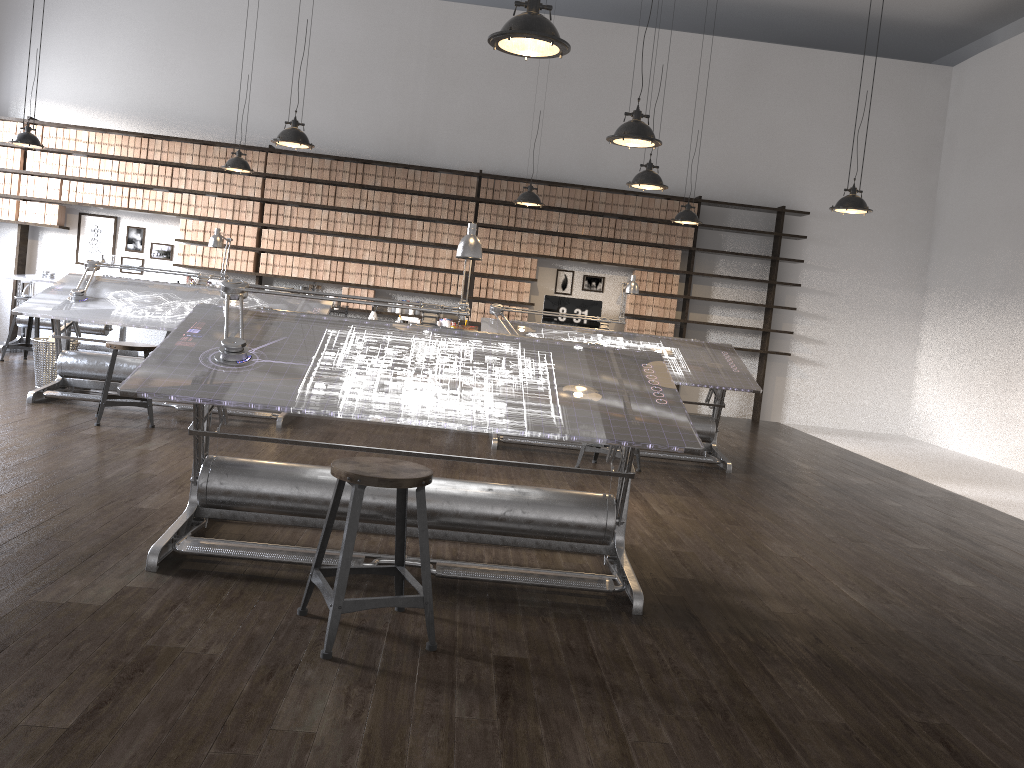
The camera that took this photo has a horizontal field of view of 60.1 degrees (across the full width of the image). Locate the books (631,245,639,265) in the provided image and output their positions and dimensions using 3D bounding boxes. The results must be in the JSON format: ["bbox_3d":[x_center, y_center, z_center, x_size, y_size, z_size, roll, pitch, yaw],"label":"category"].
[{"bbox_3d":[1.383,-1.453,10.032,0.066,0.225,0.175,6,4,-4],"label":"books"}]

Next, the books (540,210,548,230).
[{"bbox_3d":[0.352,-1.829,9.953,0.067,0.225,0.175,6,4,-4],"label":"books"}]

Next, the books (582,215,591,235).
[{"bbox_3d":[0.832,-1.779,9.981,0.066,0.225,0.175,6,4,-4],"label":"books"}]

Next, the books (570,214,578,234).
[{"bbox_3d":[0.691,-1.795,9.980,0.066,0.225,0.175,6,4,-4],"label":"books"}]

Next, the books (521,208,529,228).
[{"bbox_3d":[0.144,-1.851,9.942,0.066,0.225,0.175,6,4,-4],"label":"books"}]

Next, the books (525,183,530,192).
[{"bbox_3d":[0.175,-2.126,9.933,0.066,0.225,0.175,6,4,-4],"label":"books"}]

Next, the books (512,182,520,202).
[{"bbox_3d":[0.042,-2.140,9.927,0.066,0.225,0.175,6,4,-4],"label":"books"}]

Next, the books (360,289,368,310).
[{"bbox_3d":[-1.646,-0.946,9.887,0.066,0.225,0.175,6,4,-4],"label":"books"}]

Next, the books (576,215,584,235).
[{"bbox_3d":[0.760,-1.787,9.980,0.066,0.225,0.175,6,4,-4],"label":"books"}]

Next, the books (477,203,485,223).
[{"bbox_3d":[-0.346,-1.902,9.914,0.066,0.225,0.175,6,4,-4],"label":"books"}]

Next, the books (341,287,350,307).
[{"bbox_3d":[-1.853,-0.967,9.873,0.067,0.225,0.175,6,4,-4],"label":"books"}]

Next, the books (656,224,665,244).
[{"bbox_3d":[1.669,-1.692,10.033,0.067,0.225,0.175,6,4,-4],"label":"books"}]

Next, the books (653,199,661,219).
[{"bbox_3d":[1.624,-1.975,10.019,0.066,0.225,0.175,6,4,-4],"label":"books"}]

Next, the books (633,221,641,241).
[{"bbox_3d":[1.401,-1.720,10.021,0.066,0.225,0.175,6,4,-4],"label":"books"}]

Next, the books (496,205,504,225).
[{"bbox_3d":[-0.140,-1.881,9.927,0.066,0.225,0.175,6,4,-4],"label":"books"}]

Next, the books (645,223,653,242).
[{"bbox_3d":[1.534,-1.706,10.028,0.066,0.225,0.175,6,4,-4],"label":"books"}]

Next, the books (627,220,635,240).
[{"bbox_3d":[1.331,-1.728,10.017,0.066,0.225,0.175,6,4,-4],"label":"books"}]

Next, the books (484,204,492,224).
[{"bbox_3d":[-0.274,-1.895,9.915,0.066,0.225,0.175,6,4,-4],"label":"books"}]

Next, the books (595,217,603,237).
[{"bbox_3d":[0.967,-1.765,9.994,0.066,0.225,0.175,6,4,-4],"label":"books"}]

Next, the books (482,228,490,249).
[{"bbox_3d":[-0.291,-1.627,9.927,0.067,0.225,0.175,6,4,-4],"label":"books"}]

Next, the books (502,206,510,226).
[{"bbox_3d":[-0.075,-1.874,9.933,0.066,0.225,0.175,6,4,-4],"label":"books"}]

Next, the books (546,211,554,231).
[{"bbox_3d":[0.418,-1.823,9.961,0.066,0.225,0.175,6,4,-4],"label":"books"}]

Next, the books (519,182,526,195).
[{"bbox_3d":[0.109,-2.132,9.925,0.067,0.225,0.175,6,4,-4],"label":"books"}]

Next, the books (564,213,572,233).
[{"bbox_3d":[0.622,-1.802,9.974,0.066,0.225,0.175,6,4,-4],"label":"books"}]

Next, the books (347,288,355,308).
[{"bbox_3d":[-1.787,-0.961,9.883,0.066,0.225,0.175,6,4,-4],"label":"books"}]

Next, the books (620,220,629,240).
[{"bbox_3d":[1.261,-1.735,10.009,0.066,0.225,0.175,6,4,-4],"label":"books"}]

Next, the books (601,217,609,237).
[{"bbox_3d":[1.042,-1.758,10.000,0.066,0.225,0.175,6,4,-4],"label":"books"}]

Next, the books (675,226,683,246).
[{"bbox_3d":[1.877,-1.670,10.044,0.067,0.225,0.175,6,4,-4],"label":"books"}]

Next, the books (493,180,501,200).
[{"bbox_3d":[-0.170,-2.162,9.914,0.066,0.225,0.175,6,4,-4],"label":"books"}]

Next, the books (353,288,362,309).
[{"bbox_3d":[-1.716,-0.953,9.887,0.066,0.225,0.175,6,4,-4],"label":"books"}]

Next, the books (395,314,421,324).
[{"bbox_3d":[-1.117,-0.682,9.608,0.294,0.147,0.387,6,5,-4],"label":"books"}]

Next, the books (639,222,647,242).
[{"bbox_3d":[1.468,-1.713,10.020,0.067,0.225,0.175,6,4,-4],"label":"books"}]

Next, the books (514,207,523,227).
[{"bbox_3d":[0.073,-1.859,9.942,0.066,0.225,0.175,6,4,-4],"label":"books"}]

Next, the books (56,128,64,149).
[{"bbox_3d":[-4.880,-2.654,9.631,0.066,0.225,0.175,6,4,-4],"label":"books"}]

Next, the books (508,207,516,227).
[{"bbox_3d":[-0.001,-1.866,9.932,0.067,0.225,0.175,6,4,-4],"label":"books"}]

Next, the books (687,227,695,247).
[{"bbox_3d":[2.006,-1.657,10.055,0.066,0.225,0.175,6,4,-4],"label":"books"}]

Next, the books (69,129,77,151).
[{"bbox_3d":[-4.743,-2.639,9.634,0.067,0.225,0.175,6,4,-4],"label":"books"}]

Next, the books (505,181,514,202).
[{"bbox_3d":[-0.029,-2.147,9.922,0.066,0.225,0.175,6,4,-4],"label":"books"}]

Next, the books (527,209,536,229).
[{"bbox_3d":[0.214,-1.844,9.950,0.066,0.225,0.175,6,4,-4],"label":"books"}]

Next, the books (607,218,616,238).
[{"bbox_3d":[1.116,-1.750,9.999,0.067,0.225,0.175,6,4,-4],"label":"books"}]

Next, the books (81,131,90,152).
[{"bbox_3d":[-4.614,-2.626,9.644,0.066,0.225,0.175,6,4,-4],"label":"books"}]

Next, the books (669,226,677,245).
[{"bbox_3d":[1.808,-1.678,10.047,0.066,0.225,0.175,6,4,-4],"label":"books"}]

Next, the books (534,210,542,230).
[{"bbox_3d":[0.284,-1.837,9.954,0.066,0.225,0.175,6,4,-4],"label":"books"}]

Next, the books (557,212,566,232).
[{"bbox_3d":[0.552,-1.808,9.966,0.067,0.225,0.175,6,4,-4],"label":"books"}]

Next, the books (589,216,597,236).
[{"bbox_3d":[0.904,-1.771,9.985,0.067,0.225,0.175,6,4,-4],"label":"books"}]

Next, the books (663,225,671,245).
[{"bbox_3d":[1.739,-1.685,10.041,0.066,0.225,0.175,6,4,-4],"label":"books"}]

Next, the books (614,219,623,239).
[{"bbox_3d":[1.190,-1.742,10.009,0.066,0.225,0.175,6,4,-4],"label":"books"}]

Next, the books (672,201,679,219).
[{"bbox_3d":[1.831,-1.953,10.032,0.066,0.225,0.175,6,4,-4],"label":"books"}]

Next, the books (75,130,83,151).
[{"bbox_3d":[-4.676,-2.632,9.642,0.066,0.225,0.175,6,4,-4],"label":"books"}]

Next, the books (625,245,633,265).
[{"bbox_3d":[1.313,-1.460,10.030,0.066,0.225,0.175,6,4,-4],"label":"books"}]

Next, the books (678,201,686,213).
[{"bbox_3d":[1.905,-1.945,10.038,0.066,0.225,0.175,6,4,-4],"label":"books"}]

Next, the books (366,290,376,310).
[{"bbox_3d":[-1.575,-0.939,9.896,0.066,0.225,0.175,6,4,-4],"label":"books"}]

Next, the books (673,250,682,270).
[{"bbox_3d":[1.861,-1.402,10.058,0.066,0.225,0.175,6,4,-4],"label":"books"}]

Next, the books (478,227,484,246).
[{"bbox_3d":[-0.353,-1.634,9.927,0.066,0.225,0.175,6,4,-4],"label":"books"}]

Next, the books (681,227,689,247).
[{"bbox_3d":[1.943,-1.664,10.053,0.066,0.225,0.175,6,4,-4],"label":"books"}]

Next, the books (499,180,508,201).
[{"bbox_3d":[-0.099,-2.154,9.914,0.066,0.225,0.175,6,4,-4],"label":"books"}]

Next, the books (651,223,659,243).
[{"bbox_3d":[1.597,-1.699,10.030,0.066,0.225,0.175,6,4,-4],"label":"books"}]

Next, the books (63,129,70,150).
[{"bbox_3d":[-4.810,-2.646,9.636,0.066,0.225,0.175,6,4,-4],"label":"books"}]

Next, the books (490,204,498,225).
[{"bbox_3d":[-0.202,-1.887,9.919,0.067,0.225,0.175,6,4,-4],"label":"books"}]

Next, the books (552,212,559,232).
[{"bbox_3d":[0.480,-1.816,9.963,0.066,0.225,0.175,6,4,-4],"label":"books"}]
